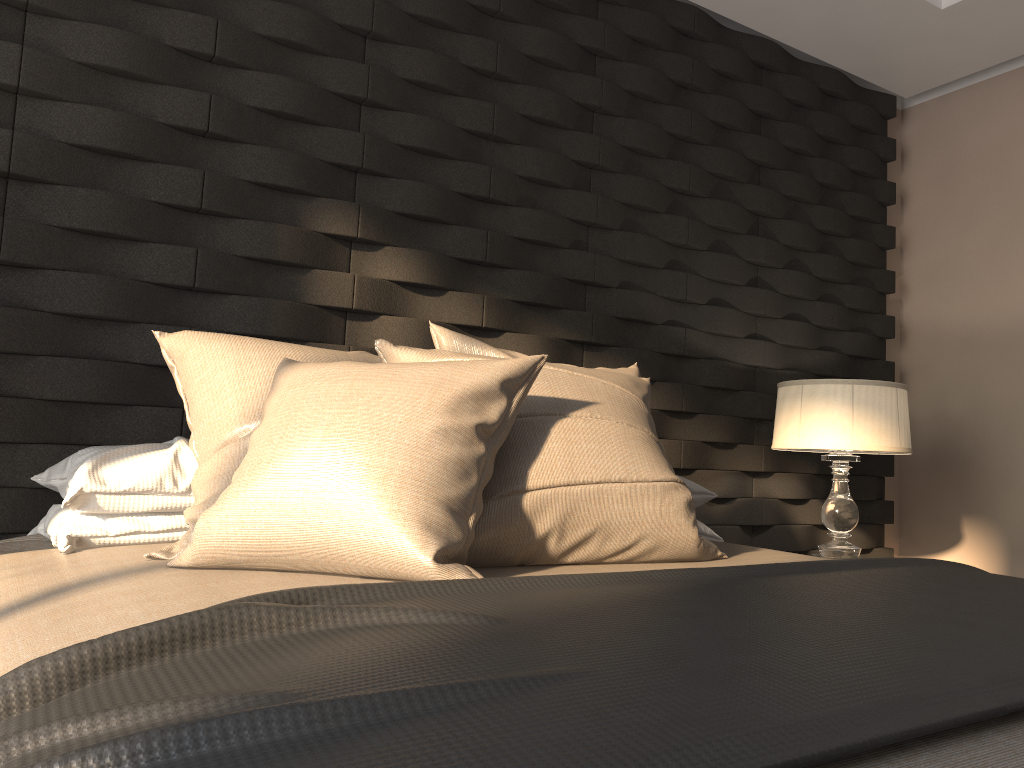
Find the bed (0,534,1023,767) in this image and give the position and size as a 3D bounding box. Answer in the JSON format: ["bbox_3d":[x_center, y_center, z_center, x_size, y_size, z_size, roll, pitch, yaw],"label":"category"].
[{"bbox_3d":[0.185,0.624,1.444,2.405,0.625,2.178,6,-6,-32],"label":"bed"}]

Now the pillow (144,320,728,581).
[{"bbox_3d":[-0.016,0.086,1.793,1.319,0.519,0.855,5,-6,-31],"label":"pillow"}]

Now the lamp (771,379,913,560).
[{"bbox_3d":[1.115,0.319,2.989,0.451,0.632,0.480,1,-6,20],"label":"lamp"}]

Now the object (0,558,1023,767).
[{"bbox_3d":[0.419,0.424,1.094,2.154,0.323,0.587,6,-6,-34],"label":"object"}]
